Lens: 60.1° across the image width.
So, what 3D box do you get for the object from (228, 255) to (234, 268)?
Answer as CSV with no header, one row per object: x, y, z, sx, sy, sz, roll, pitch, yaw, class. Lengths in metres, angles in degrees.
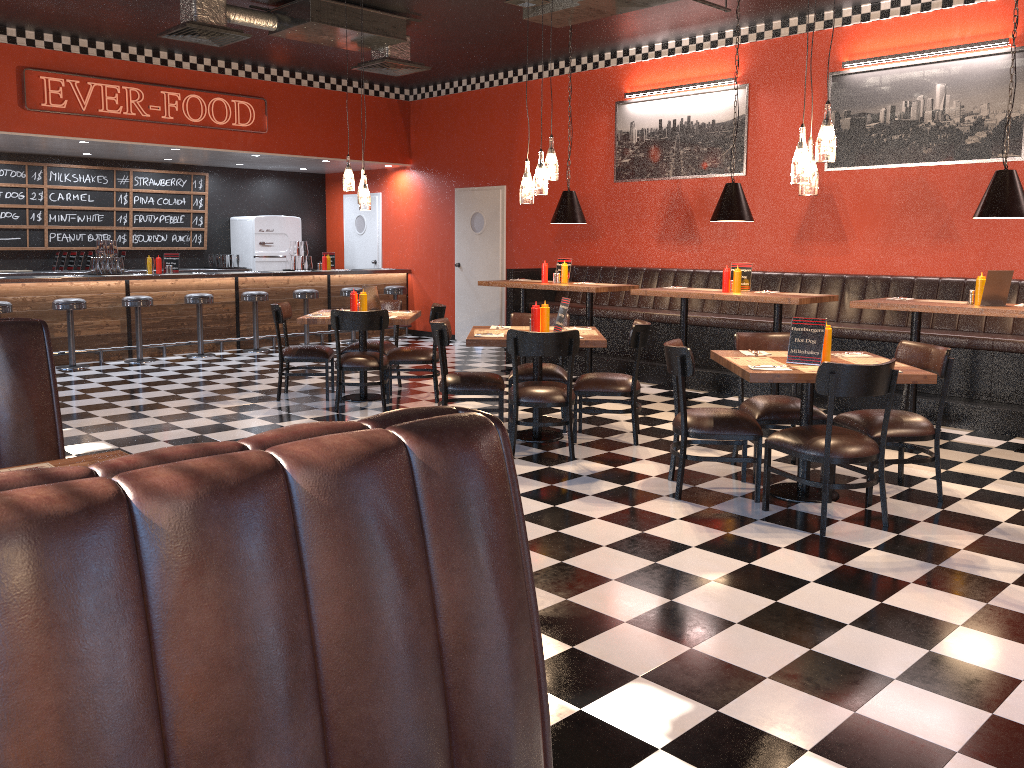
-4.239,-1.841,13.340,0.105,0.208,0.106,0,7,1,object

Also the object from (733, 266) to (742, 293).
1.998,-0.931,7.853,0.068,0.236,0.068,-5,8,-35,object

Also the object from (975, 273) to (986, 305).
3.394,-0.689,6.413,0.068,0.236,0.068,5,8,34,object

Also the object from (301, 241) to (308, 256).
-2.970,-1.937,12.673,0.105,0.208,0.106,0,7,0,object

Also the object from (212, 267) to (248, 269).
-4.256,-1.751,13.373,0.438,0.018,0.273,-9,13,-44,object

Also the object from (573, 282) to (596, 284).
0.748,-1.063,9.309,0.158,0.019,0.256,9,12,42,object

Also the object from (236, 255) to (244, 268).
-4.111,-1.848,13.392,0.105,0.208,0.106,0,7,1,object

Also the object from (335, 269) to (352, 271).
-2.468,-1.665,12.909,0.256,0.019,0.158,8,12,40,object

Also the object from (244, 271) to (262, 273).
-3.482,-1.504,11.875,0.158,0.019,0.256,-8,13,-43,object

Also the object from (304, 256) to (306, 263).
-3.012,-1.750,12.812,0.105,0.208,0.106,0,7,0,object

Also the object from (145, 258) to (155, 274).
-4.501,-1.468,11.022,0.105,0.208,0.106,0,7,1,object

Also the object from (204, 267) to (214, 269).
-4.474,-1.786,13.583,0.438,0.018,0.273,-9,13,-44,object

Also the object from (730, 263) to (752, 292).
2.077,-0.971,8.044,0.188,0.256,0.072,4,8,25,object

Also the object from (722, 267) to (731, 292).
1.908,-0.935,7.880,0.068,0.236,0.068,-3,8,-24,object

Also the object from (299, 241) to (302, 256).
-3.052,-1.950,12.749,0.105,0.208,0.106,0,7,0,object

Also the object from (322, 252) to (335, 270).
-2.704,-1.811,13.061,0.188,0.256,0.073,-1,7,-9,object

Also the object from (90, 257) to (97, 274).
-5.086,-1.438,10.806,0.105,0.208,0.106,0,7,0,object

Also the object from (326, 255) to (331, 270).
-2.680,-1.779,12.922,0.068,0.236,0.068,2,7,14,object

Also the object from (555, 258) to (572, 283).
0.552,-1.225,9.562,0.188,0.256,0.072,6,9,37,object

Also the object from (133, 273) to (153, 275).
-4.528,-1.343,10.840,0.256,0.019,0.158,8,12,41,object

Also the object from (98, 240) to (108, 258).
-4.961,-1.638,10.748,0.105,0.208,0.106,0,7,0,object

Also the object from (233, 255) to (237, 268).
-4.197,-1.861,13.468,0.105,0.208,0.106,0,7,1,object

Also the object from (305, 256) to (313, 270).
-2.922,-1.737,12.737,0.105,0.208,0.106,0,7,0,object

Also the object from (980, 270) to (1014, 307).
3.460,-0.683,6.321,0.188,0.256,0.073,0,7,-3,object

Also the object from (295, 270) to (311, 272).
-2.936,-1.587,12.414,0.256,0.019,0.158,8,12,41,object

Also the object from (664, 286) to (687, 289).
1.559,-0.931,8.525,0.158,0.019,0.256,9,12,42,object

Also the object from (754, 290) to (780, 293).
2.253,-0.819,7.856,0.158,0.019,0.256,9,12,42,object

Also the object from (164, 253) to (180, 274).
-4.360,-1.544,11.343,0.188,0.256,0.073,-1,7,-9,object

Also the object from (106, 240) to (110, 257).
-4.951,-1.662,10.897,0.105,0.208,0.106,0,7,0,object

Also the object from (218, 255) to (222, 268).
-4.358,-1.836,13.307,0.105,0.208,0.106,0,7,1,object

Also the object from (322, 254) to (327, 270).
-2.715,-1.765,12.836,0.068,0.236,0.068,-1,7,-13,object

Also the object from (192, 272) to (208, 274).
-3.993,-1.418,11.326,0.157,0.019,0.256,-5,10,-28,object

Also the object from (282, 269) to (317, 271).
-3.046,-1.638,12.722,0.438,0.018,0.273,-9,13,-44,object

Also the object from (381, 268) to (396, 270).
-1.888,-1.752,13.474,0.158,0.019,0.256,-6,11,-34,object

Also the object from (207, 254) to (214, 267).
-4.593,-1.871,13.513,0.105,0.208,0.106,0,7,1,object

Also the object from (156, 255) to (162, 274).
-4.473,-1.514,11.217,0.068,0.236,0.068,-4,8,-31,object

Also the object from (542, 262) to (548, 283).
0.350,-1.197,9.441,0.068,0.236,0.068,3,7,20,object

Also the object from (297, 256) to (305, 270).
-3.014,-1.725,12.657,0.105,0.208,0.106,0,7,1,object

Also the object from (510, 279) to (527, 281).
0.081,-1.178,9.995,0.158,0.019,0.256,9,12,42,object

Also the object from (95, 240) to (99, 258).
-5.028,-1.649,10.809,0.105,0.208,0.106,0,7,0,object

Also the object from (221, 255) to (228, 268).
-4.291,-1.822,13.222,0.105,0.208,0.106,0,7,1,object

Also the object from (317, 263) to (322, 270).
-2.794,-1.723,12.899,0.047,0.135,0.094,6,10,40,object

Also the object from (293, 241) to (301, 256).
-3.062,-1.926,12.600,0.105,0.208,0.106,0,7,0,object

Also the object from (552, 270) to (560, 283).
0.476,-1.145,9.447,0.094,0.135,0.047,6,9,36,object

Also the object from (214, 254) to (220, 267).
-4.473,-1.865,13.482,0.105,0.208,0.106,0,7,1,object

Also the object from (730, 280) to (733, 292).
1.958,-0.897,7.969,0.094,0.135,0.047,6,9,35,object

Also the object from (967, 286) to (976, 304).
3.404,-0.653,6.512,0.094,0.135,0.047,2,7,10,object

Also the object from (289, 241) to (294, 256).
-3.129,-1.936,12.661,0.105,0.208,0.106,0,7,0,object

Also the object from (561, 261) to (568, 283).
0.556,-1.182,9.355,0.068,0.236,0.068,3,7,20,object

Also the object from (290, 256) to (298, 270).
-3.100,-1.714,12.588,0.105,0.208,0.106,0,7,0,object

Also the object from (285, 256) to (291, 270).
-3.187,-1.726,12.658,0.105,0.208,0.106,0,7,0,object

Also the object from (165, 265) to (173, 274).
-4.351,-1.465,11.244,0.093,0.135,0.047,1,7,5,object

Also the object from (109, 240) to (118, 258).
-4.869,-1.650,10.822,0.105,0.208,0.106,0,7,0,object

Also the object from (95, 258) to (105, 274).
-4.999,-1.427,10.736,0.105,0.208,0.106,0,7,0,object

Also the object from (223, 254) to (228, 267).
-4.419,-1.905,13.728,0.105,0.208,0.106,0,7,1,object
